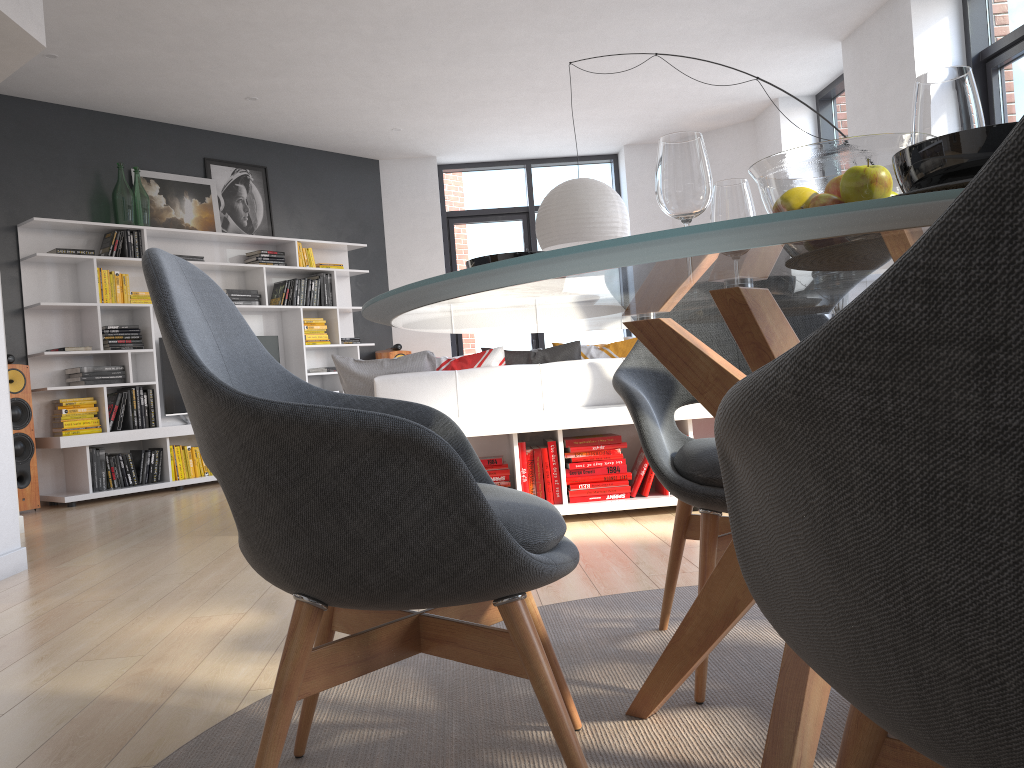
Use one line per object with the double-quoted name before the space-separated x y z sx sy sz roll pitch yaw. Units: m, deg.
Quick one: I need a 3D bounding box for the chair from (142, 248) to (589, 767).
"chair" -0.204 0.220 1.378 0.619 0.891 0.655 -4 0 -2

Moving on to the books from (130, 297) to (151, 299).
"books" -2.905 -0.663 6.899 0.113 0.018 0.169 -4 0 43

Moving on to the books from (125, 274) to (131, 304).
"books" -3.000 -0.720 6.841 0.172 0.234 0.024 -4 0 41

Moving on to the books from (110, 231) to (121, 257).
"books" -3.068 -1.053 6.788 0.171 0.214 0.087 -4 0 42

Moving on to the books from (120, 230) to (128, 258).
"books" -3.009 -1.061 6.838 0.156 0.221 0.021 -4 0 41

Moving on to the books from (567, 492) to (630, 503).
"books" 0.391 0.516 4.117 0.274 0.029 0.200 -4 0 -4

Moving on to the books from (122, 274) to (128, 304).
"books" -3.015 -0.718 6.818 0.172 0.234 0.024 -4 0 41

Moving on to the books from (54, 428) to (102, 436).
"books" -3.197 0.355 6.530 0.270 0.029 0.204 -5 0 -44

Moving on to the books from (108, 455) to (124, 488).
"books" -2.960 0.651 6.608 0.169 0.242 0.050 -4 0 41

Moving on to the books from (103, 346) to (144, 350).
"books" -2.990 -0.265 6.787 0.189 0.026 0.263 -4 0 40

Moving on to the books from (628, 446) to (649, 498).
"books" 0.594 0.390 4.123 0.144 0.247 0.188 -4 0 -3

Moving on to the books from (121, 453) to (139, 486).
"books" -2.904 0.643 6.682 0.191 0.249 0.083 -4 0 41

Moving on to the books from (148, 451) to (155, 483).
"books" -2.806 0.637 6.800 0.179 0.243 0.071 -4 0 40

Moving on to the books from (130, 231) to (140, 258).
"books" -2.959 -1.065 6.898 0.169 0.218 0.038 -4 0 41

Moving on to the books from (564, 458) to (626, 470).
"books" 0.376 0.365 4.123 0.261 0.027 0.191 -4 0 -8

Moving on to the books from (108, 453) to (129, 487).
"books" -2.950 0.645 6.637 0.193 0.255 0.066 -4 0 41

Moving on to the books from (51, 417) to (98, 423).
"books" -3.228 0.266 6.544 0.198 0.015 0.263 -4 0 45

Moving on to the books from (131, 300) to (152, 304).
"books" -2.911 -0.627 6.913 0.147 0.033 0.190 -4 0 41

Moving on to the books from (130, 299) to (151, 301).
"books" -2.915 -0.649 6.916 0.148 0.011 0.196 -4 0 41

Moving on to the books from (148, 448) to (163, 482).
"books" -2.769 0.626 6.862 0.197 0.260 0.066 -4 0 41

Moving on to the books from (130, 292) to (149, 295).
"books" -2.927 -0.698 6.919 0.138 0.026 0.186 -4 0 41

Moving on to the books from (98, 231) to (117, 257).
"books" -3.085 -1.053 6.760 0.166 0.213 0.096 -4 0 40

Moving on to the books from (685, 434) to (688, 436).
"books" 0.793 0.365 4.120 0.028 0.269 0.181 -4 0 -4

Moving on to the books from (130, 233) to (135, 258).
"books" -2.976 -1.055 6.875 0.147 0.200 0.021 -4 0 41

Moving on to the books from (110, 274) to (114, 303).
"books" -3.070 -0.709 6.732 0.156 0.229 0.024 -4 0 41

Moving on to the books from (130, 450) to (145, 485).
"books" -2.866 0.635 6.756 0.197 0.260 0.066 -4 0 41

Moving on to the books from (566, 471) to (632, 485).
"books" 0.389 0.432 4.139 0.301 0.032 0.227 -4 0 -4

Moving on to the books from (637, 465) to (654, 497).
"books" 0.636 0.387 4.118 0.115 0.245 0.192 -4 0 -4

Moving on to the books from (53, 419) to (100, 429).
"books" -3.213 0.294 6.537 0.198 0.044 0.255 -4 0 41

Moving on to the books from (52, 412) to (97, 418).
"books" -3.227 0.226 6.544 0.180 0.019 0.251 -4 0 41

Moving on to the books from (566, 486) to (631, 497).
"books" 0.393 0.487 4.100 0.282 0.030 0.188 -4 0 -2

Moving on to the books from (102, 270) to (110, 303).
"books" -3.118 -0.720 6.708 0.198 0.255 0.044 -4 0 41

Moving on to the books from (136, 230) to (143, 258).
"books" -2.935 -1.074 6.914 0.174 0.230 0.019 -4 0 41

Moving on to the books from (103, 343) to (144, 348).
"books" -2.993 -0.290 6.789 0.189 0.025 0.270 -4 0 40

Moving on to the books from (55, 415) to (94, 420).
"books" -3.220 0.247 6.523 0.228 0.024 0.152 -5 0 -44

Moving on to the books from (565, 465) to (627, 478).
"books" 0.380 0.397 4.140 0.279 0.039 0.206 -4 0 -3

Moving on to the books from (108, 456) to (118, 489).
"books" -3.001 0.657 6.582 0.189 0.240 0.053 -4 0 42

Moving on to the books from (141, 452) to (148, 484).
"books" -2.830 0.642 6.754 0.172 0.242 0.069 -4 0 42

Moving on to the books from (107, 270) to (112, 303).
"books" -3.100 -0.724 6.733 0.199 0.263 0.015 -4 0 41

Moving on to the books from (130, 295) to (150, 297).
"books" -2.913 -0.679 6.914 0.134 0.014 0.187 -4 0 41

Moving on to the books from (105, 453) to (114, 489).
"books" -3.026 0.644 6.561 0.202 0.268 0.053 -4 0 41

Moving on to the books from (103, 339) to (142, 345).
"books" -3.014 -0.317 6.795 0.209 0.030 0.266 -4 0 40

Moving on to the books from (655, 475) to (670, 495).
"books" 0.697 0.367 4.122 0.046 0.282 0.199 -4 0 -4

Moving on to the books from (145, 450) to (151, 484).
"books" -2.833 0.635 6.789 0.192 0.254 0.075 -4 0 40

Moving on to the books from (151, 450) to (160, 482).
"books" -2.790 0.633 6.836 0.191 0.249 0.084 -4 0 41

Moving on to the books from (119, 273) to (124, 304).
"books" -3.034 -0.719 6.803 0.169 0.239 0.023 -4 0 41

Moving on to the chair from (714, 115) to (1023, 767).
"chair" 0.483 0.172 0.608 0.655 0.891 0.619 -4 0 3

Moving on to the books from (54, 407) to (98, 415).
"books" -3.220 0.198 6.551 0.185 0.035 0.250 -4 0 44

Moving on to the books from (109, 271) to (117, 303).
"books" -3.071 -0.722 6.760 0.180 0.251 0.019 -4 0 41

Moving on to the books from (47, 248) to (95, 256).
"books" -3.253 -0.956 6.539 0.208 0.046 0.268 -4 0 45

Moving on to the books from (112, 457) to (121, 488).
"books" -2.980 0.656 6.596 0.170 0.236 0.049 -4 0 42

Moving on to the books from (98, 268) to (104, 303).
"books" -3.138 -0.726 6.678 0.213 0.270 0.025 -4 0 41

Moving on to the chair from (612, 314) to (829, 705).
"chair" 0.570 0.158 1.994 0.655 0.891 0.619 -4 0 3

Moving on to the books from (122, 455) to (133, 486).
"books" -2.924 0.649 6.654 0.177 0.242 0.066 -4 0 41

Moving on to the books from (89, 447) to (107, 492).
"books" -3.091 0.627 6.496 0.259 0.321 0.128 -4 0 41

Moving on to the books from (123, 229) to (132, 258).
"books" -2.997 -1.068 6.860 0.176 0.232 0.025 -4 0 41

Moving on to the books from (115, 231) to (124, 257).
"books" -3.040 -1.056 6.801 0.154 0.212 0.074 -4 0 40

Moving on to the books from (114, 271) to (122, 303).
"books" -3.052 -0.723 6.779 0.185 0.250 0.035 -4 0 41

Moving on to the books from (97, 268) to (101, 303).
"books" -3.149 -0.725 6.653 0.204 0.270 0.029 -4 0 41
